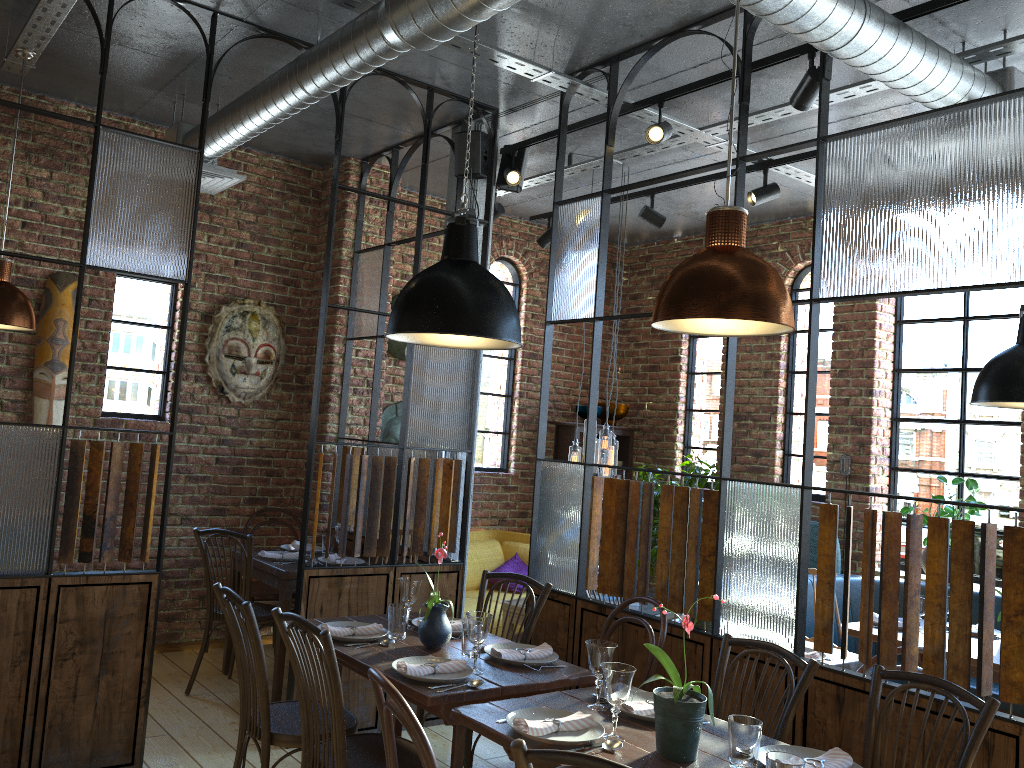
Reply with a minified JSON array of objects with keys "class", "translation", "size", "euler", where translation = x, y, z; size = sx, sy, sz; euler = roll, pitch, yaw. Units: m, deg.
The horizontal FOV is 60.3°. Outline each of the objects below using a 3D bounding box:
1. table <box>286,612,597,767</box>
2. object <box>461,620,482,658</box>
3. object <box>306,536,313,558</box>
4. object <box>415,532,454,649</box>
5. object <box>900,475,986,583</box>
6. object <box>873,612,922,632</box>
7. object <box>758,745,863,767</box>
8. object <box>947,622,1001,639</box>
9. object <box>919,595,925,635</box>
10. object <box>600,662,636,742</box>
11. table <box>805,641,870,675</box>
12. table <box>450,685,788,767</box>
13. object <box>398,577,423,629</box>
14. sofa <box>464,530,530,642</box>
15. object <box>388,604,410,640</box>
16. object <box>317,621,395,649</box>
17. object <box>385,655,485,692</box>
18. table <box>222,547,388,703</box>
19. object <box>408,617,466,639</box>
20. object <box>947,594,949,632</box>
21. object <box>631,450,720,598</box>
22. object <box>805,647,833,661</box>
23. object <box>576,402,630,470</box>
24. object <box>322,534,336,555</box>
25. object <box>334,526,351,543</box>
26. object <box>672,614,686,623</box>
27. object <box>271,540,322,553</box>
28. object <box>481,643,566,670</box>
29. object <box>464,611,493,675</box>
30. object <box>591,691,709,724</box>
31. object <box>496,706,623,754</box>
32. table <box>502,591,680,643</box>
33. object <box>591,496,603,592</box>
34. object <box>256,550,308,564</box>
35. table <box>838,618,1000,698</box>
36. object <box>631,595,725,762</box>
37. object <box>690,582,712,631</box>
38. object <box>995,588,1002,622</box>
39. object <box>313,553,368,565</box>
[{"class":"table","translation":[-0.331,1.334,3.248],"size":[0.694,0.728,1.077],"euler":[7,-5,-37]},{"class":"object","translation":[-0.144,0.917,3.169],"size":[0.088,0.120,0.080],"euler":[1,-5,35]},{"class":"object","translation":[-1.198,0.953,5.146],"size":[0.084,0.120,0.085],"euler":[5,-4,-6]},{"class":"object","translation":[-0.280,0.759,3.281],"size":[0.133,0.432,0.224],"euler":[5,-4,-20]},{"class":"object","translation":[2.775,0.913,5.560],"size":[0.378,0.664,0.522],"euler":[5,-4,-14]},{"class":"object","translation":[2.036,1.276,4.727],"size":[0.311,0.051,0.281],"euler":[7,-4,-34]},{"class":"object","translation":[0.753,0.968,2.263],"size":[0.258,0.051,0.339],"euler":[7,-4,-34]},{"class":"object","translation":[2.458,1.309,4.743],"size":[0.258,0.051,0.339],"euler":[7,-4,-34]},{"class":"object","translation":[2.119,1.203,4.587],"size":[0.097,0.192,0.099],"euler":[5,-4,-8]},{"class":"object","translation":[0.284,0.870,2.408],"size":[0.100,0.192,0.096],"euler":[3,-4,10]},{"class":"table","translation":[0.934,1.457,3.704],"size":[0.716,0.728,0.784],"euler":[7,-5,-37]},{"class":"table","translation":[0.401,1.335,2.318],"size":[0.694,0.728,1.077],"euler":[7,-5,-37]},{"class":"object","translation":[-0.417,0.884,3.554],"size":[0.096,0.192,0.100],"euler":[5,-4,-12]},{"class":"sofa","translation":[-0.296,1.489,6.182],"size":[0.827,0.764,1.900],"euler":[1,-5,36]},{"class":"object","translation":[-0.435,0.906,3.359],"size":[0.088,0.120,0.080],"euler":[1,-5,35]},{"class":"object","translation":[-0.593,0.928,3.320],"size":[0.258,0.051,0.339],"euler":[7,-4,-34]},{"class":"object","translation":[-0.250,0.928,2.876],"size":[0.258,0.051,0.339],"euler":[7,-4,-34]},{"class":"table","translation":[-1.177,1.380,5.133],"size":[0.716,0.728,0.784],"euler":[7,-5,-37]},{"class":"object","translation":[-0.281,0.966,3.569],"size":[0.258,0.051,0.339],"euler":[7,-4,-34]},{"class":"object","translation":[2.318,1.226,4.722],"size":[0.097,0.192,0.099],"euler":[5,-4,-8]},{"class":"object","translation":[1.257,1.256,6.704],"size":[0.896,1.530,0.693],"euler":[1,-5,32]},{"class":"object","translation":[1.132,1.072,3.550],"size":[0.311,0.051,0.281],"euler":[7,-4,-34]},{"class":"object","translation":[0.678,1.033,7.382],"size":[0.580,1.763,0.342],"euler":[8,-6,-43]},{"class":"object","translation":[-1.105,0.969,5.307],"size":[0.084,0.120,0.085],"euler":[5,-4,-6]},{"class":"object","translation":[-1.000,0.932,5.158],"size":[0.096,0.192,0.101],"euler":[5,-4,-17]},{"class":"object","translation":[0.834,1.070,3.910],"size":[0.311,0.051,0.281],"euler":[7,-4,-34]},{"class":"object","translation":[-1.290,0.994,5.362],"size":[0.311,0.051,0.281],"euler":[7,-4,-34]},{"class":"object","translation":[0.022,0.967,3.196],"size":[0.258,0.051,0.339],"euler":[7,-4,-34]},{"class":"object","translation":[-0.119,0.872,2.967],"size":[0.096,0.192,0.101],"euler":[5,-4,-17]},{"class":"object","translation":[0.412,0.967,2.677],"size":[0.258,0.051,0.339],"euler":[7,-4,-34]},{"class":"object","translation":[0.128,0.929,2.397],"size":[0.258,0.051,0.339],"euler":[7,-4,-34]},{"class":"table","translation":[0.492,1.640,5.521],"size":[0.786,0.509,0.891],"euler":[1,-5,38]},{"class":"object","translation":[0.493,1.023,5.377],"size":[0.273,0.705,0.161],"euler":[0,-6,44]},{"class":"object","translation":[-1.301,0.972,5.005],"size":[0.258,0.051,0.339],"euler":[7,-4,-34]},{"class":"table","translation":[2.484,1.639,4.230],"size":[0.785,0.662,1.609],"euler":[7,-4,-38]},{"class":"object","translation":[0.432,0.758,2.318],"size":[0.201,0.427,0.147],"euler":[4,-4,-3]},{"class":"object","translation":[0.784,0.859,3.578],"size":[0.138,0.427,0.209],"euler":[4,-4,-5]},{"class":"object","translation":[2.481,1.097,4.344],"size":[0.133,0.432,0.224],"euler":[5,-4,-20]},{"class":"object","translation":[-0.954,0.998,5.008],"size":[0.311,0.051,0.281],"euler":[7,-4,-34]}]
